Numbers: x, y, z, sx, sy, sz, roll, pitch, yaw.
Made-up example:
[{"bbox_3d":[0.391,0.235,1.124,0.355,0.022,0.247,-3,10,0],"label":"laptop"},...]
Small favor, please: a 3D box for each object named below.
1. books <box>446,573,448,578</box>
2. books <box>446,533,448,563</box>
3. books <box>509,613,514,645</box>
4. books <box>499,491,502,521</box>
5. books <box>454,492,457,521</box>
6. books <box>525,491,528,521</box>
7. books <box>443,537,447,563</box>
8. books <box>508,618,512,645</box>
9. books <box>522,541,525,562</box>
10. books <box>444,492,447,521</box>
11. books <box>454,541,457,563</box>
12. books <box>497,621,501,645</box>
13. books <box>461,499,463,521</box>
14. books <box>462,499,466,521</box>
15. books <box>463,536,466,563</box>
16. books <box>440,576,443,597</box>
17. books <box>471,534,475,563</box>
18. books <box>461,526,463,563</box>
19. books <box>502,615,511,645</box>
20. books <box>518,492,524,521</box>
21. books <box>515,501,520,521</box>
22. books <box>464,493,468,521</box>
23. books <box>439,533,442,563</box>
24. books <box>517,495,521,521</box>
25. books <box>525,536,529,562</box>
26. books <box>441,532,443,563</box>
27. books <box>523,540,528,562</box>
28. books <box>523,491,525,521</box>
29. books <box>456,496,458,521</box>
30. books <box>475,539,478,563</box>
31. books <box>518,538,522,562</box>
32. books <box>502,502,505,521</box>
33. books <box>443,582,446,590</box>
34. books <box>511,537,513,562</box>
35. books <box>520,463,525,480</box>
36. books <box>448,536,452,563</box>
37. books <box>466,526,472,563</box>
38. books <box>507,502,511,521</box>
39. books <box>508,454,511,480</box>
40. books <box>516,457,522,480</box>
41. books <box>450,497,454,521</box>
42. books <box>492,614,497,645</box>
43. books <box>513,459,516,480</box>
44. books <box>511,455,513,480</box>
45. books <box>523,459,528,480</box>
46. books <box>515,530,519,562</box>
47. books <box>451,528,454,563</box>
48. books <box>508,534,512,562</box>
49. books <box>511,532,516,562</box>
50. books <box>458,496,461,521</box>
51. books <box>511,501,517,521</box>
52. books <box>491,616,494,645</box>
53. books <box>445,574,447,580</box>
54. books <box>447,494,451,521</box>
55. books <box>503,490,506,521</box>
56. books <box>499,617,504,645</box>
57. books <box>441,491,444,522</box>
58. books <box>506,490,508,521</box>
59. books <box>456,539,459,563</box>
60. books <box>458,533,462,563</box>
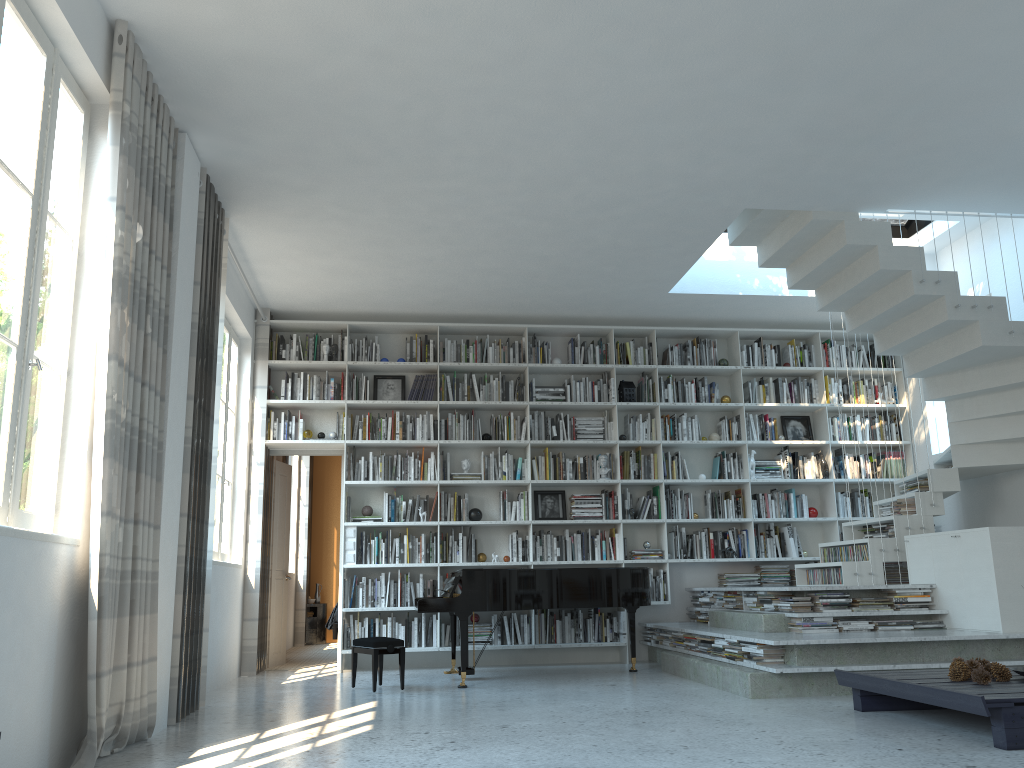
[{"bbox_3d":[-0.588,1.861,8.032,0.013,0.287,0.161,0,-13,-7],"label":"books"},{"bbox_3d":[-0.595,1.500,8.090,0.012,0.272,0.181,0,-13,-7],"label":"books"},{"bbox_3d":[-0.004,2.209,8.009,0.012,0.274,0.180,0,-13,-7],"label":"books"},{"bbox_3d":[-0.106,1.145,8.246,0.012,0.284,0.160,0,-13,-7],"label":"books"},{"bbox_3d":[-0.528,1.142,8.171,0.026,0.273,0.190,0,-13,-7],"label":"books"},{"bbox_3d":[0.120,1.147,8.264,0.021,0.281,0.162,0,-13,-7],"label":"books"},{"bbox_3d":[-0.616,1.518,8.092,0.030,0.238,0.157,0,-13,-7],"label":"books"},{"bbox_3d":[-0.016,2.231,8.010,0.011,0.231,0.174,0,-13,-7],"label":"books"},{"bbox_3d":[0.093,1.551,8.198,0.031,0.194,0.142,0,-13,-7],"label":"books"},{"bbox_3d":[-0.617,1.146,8.184,0.026,0.274,0.155,0,-13,-7],"label":"books"},{"bbox_3d":[-0.523,1.541,8.103,0.024,0.195,0.157,0,-13,-7],"label":"books"},{"bbox_3d":[-0.124,2.245,7.995,0.029,0.201,0.178,0,-13,-7],"label":"books"},{"bbox_3d":[-0.469,1.179,8.188,0.011,0.207,0.180,0,-13,-7],"label":"books"},{"bbox_3d":[-0.449,1.174,8.188,0.028,0.215,0.175,0,-13,-7],"label":"books"},{"bbox_3d":[-0.438,1.522,8.128,0.029,0.240,0.136,0,-13,-7],"label":"books"},{"bbox_3d":[-0.642,1.872,8.027,0.023,0.265,0.134,0,-13,-7],"label":"books"},{"bbox_3d":[-0.359,1.509,8.123,0.027,0.260,0.164,0,-13,-7],"label":"books"},{"bbox_3d":[-0.460,1.476,8.144,0.013,0.338,0.138,0,-12,-7],"label":"books"},{"bbox_3d":[-0.053,2.221,8.010,0.062,0.252,0.178,0,-13,-7],"label":"books"},{"bbox_3d":[0.084,1.154,8.265,0.027,0.269,0.178,0,-13,-7],"label":"books"},{"bbox_3d":[0.047,1.194,8.255,0.024,0.187,0.173,0,-13,-7],"label":"books"},{"bbox_3d":[-0.424,1.153,8.211,0.028,0.265,0.145,0,-13,-7],"label":"books"},{"bbox_3d":[-0.653,1.503,8.104,0.013,0.275,0.147,0,-13,-7],"label":"books"},{"bbox_3d":[0.066,1.164,8.253,0.012,0.244,0.171,0,-13,-7],"label":"books"},{"bbox_3d":[0.140,1.532,8.222,0.019,0.241,0.107,0,-12,-7],"label":"books"},{"bbox_3d":[-0.639,1.497,8.097,0.013,0.282,0.147,0,-13,-7],"label":"books"},{"bbox_3d":[0.122,1.546,8.190,0.024,0.200,0.159,0,-13,-7],"label":"books"},{"bbox_3d":[0.104,1.147,8.259,0.011,0.278,0.188,0,-13,-7],"label":"books"},{"bbox_3d":[-0.510,1.162,8.190,0.014,0.243,0.153,0,-13,-7],"label":"books"},{"bbox_3d":[-0.335,1.537,8.135,0.023,0.211,0.160,0,-13,-7],"label":"books"},{"bbox_3d":[0.066,1.534,8.178,0.029,0.220,0.153,0,-13,-7],"label":"books"},{"bbox_3d":[-0.086,1.193,8.234,0.025,0.185,0.154,0,-13,-7],"label":"books"},{"bbox_3d":[-0.616,1.897,8.019,0.026,0.212,0.140,0,-13,-7],"label":"books"},{"bbox_3d":[-0.008,1.535,8.186,0.015,0.225,0.148,0,-13,-7],"label":"books"},{"bbox_3d":[0.099,0.842,8.347,0.027,0.181,0.142,0,-13,-7],"label":"books"},{"bbox_3d":[-0.569,1.514,8.099,0.042,0.247,0.163,0,-13,-7],"label":"books"},{"bbox_3d":[-0.398,1.476,8.127,0.050,0.327,0.167,0,-13,-7],"label":"books"},{"bbox_3d":[-0.037,1.198,8.254,0.030,0.182,0.155,0,-13,-7],"label":"books"},{"bbox_3d":[-0.032,0.799,8.324,0.023,0.259,0.170,0,-13,-7],"label":"books"},{"bbox_3d":[0.058,0.815,8.329,0.060,0.227,0.179,0,-13,-7],"label":"books"},{"bbox_3d":[-0.555,1.169,8.183,0.025,0.227,0.153,0,-13,-7],"label":"books"},{"bbox_3d":[-0.156,2.217,8.010,0.031,0.265,0.145,0,-13,-7],"label":"books"},{"bbox_3d":[0.012,0.824,8.345,0.026,0.218,0.150,0,-13,-7],"label":"books"},{"bbox_3d":[-0.012,0.805,8.346,0.022,0.255,0.152,0,-13,-7],"label":"books"},{"bbox_3d":[0.125,0.825,8.356,0.026,0.216,0.126,0,-13,-7],"label":"books"},{"bbox_3d":[0.043,1.502,8.191,0.014,0.290,0.132,0,-12,-7],"label":"books"},{"bbox_3d":[-0.542,1.483,8.108,0.014,0.312,0.166,0,-13,-7],"label":"books"},{"bbox_3d":[-0.021,1.519,8.179,0.012,0.253,0.161,0,-13,-7],"label":"books"},{"bbox_3d":[0.015,1.510,8.175,0.027,0.268,0.159,0,-13,-7],"label":"books"},{"bbox_3d":[-0.491,1.164,8.209,0.028,0.247,0.143,0,-13,-7],"label":"books"},{"bbox_3d":[0.008,1.192,8.246,0.057,0.188,0.156,0,-13,-7],"label":"books"},{"bbox_3d":[-0.176,2.219,7.991,0.012,0.253,0.161,0,-13,-7],"label":"books"},{"bbox_3d":[-0.599,1.863,8.027,0.010,0.281,0.149,0,-13,-7],"label":"books"},{"bbox_3d":[-0.586,1.151,8.180,0.036,0.262,0.167,0,-13,-7],"label":"books"},{"bbox_3d":[-0.070,1.144,8.258,0.011,0.291,0.156,0,-13,-7],"label":"books"},{"bbox_3d":[-0.097,2.231,8.014,0.028,0.237,0.136,0,-13,-7],"label":"books"},{"bbox_3d":[-0.642,1.140,8.177,0.025,0.284,0.145,0,-13,-7],"label":"books"},{"bbox_3d":[-0.058,1.140,8.257,0.012,0.297,0.166,0,-13,-7],"label":"books"},{"bbox_3d":[-0.500,1.531,8.104,0.021,0.214,0.172,0,-13,-7],"label":"books"},{"bbox_3d":[-0.476,1.504,8.110,0.027,0.268,0.185,0,-13,-7],"label":"books"}]
